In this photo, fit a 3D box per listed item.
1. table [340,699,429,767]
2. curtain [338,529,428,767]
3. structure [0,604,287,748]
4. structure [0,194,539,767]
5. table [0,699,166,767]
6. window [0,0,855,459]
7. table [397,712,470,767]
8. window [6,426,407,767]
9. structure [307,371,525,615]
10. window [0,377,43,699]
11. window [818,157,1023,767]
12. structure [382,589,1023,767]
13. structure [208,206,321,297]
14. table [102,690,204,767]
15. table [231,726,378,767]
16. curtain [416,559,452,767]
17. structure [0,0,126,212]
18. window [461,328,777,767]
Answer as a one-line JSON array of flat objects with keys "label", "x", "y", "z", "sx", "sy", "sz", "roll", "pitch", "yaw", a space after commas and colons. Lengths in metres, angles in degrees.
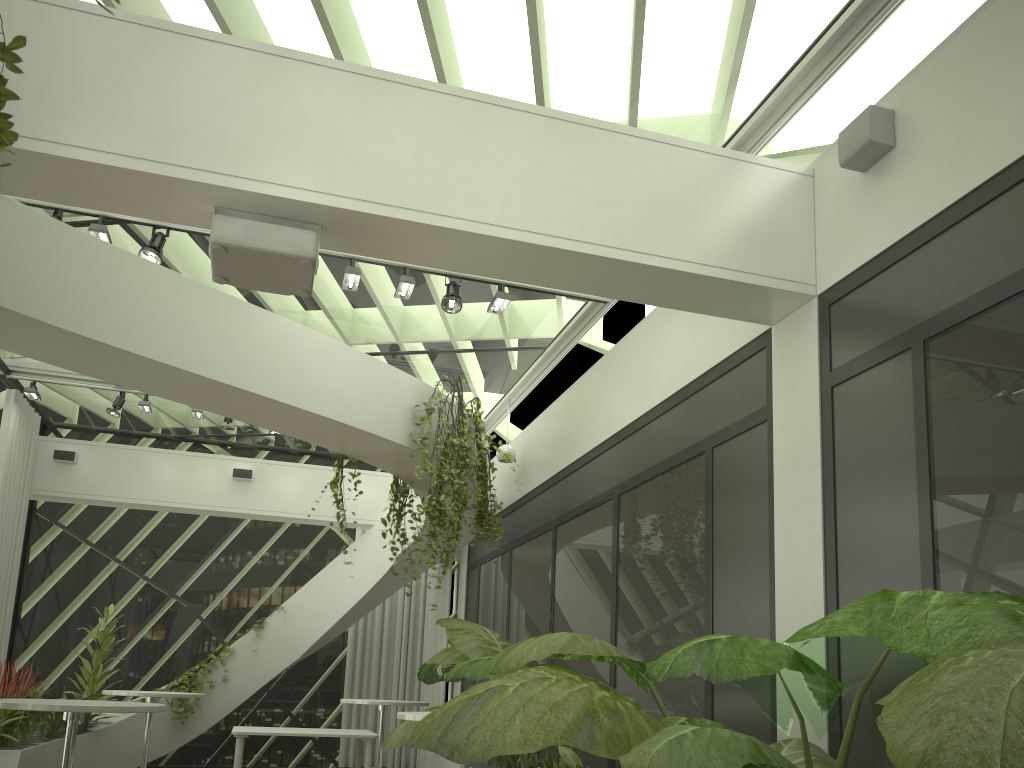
[{"label": "table", "x": -1.259, "y": 3.609, "z": 8.430, "sx": 0.857, "sy": 1.061, "sz": 0.886, "roll": -2, "pitch": -15, "yaw": 19}, {"label": "curtain", "x": -1.760, "y": 3.497, "z": 12.779, "sx": 1.236, "sy": 3.960, "sz": 0.164, "roll": 6, "pitch": -11, "yaw": -17}, {"label": "structure", "x": -4.420, "y": 2.894, "z": 9.092, "sx": 2.035, "sy": 1.614, "sz": 4.951, "roll": -2, "pitch": -19, "yaw": 15}, {"label": "structure", "x": -0.383, "y": -0.422, "z": 0.019, "sx": 5.930, "sy": 4.080, "sz": 25.263, "roll": 5, "pitch": -19, "yaw": -9}, {"label": "table", "x": -2.288, "y": 2.187, "z": 4.478, "sx": 0.857, "sy": 1.061, "sz": 0.886, "roll": -2, "pitch": -15, "yaw": 19}, {"label": "window", "x": -1.480, "y": -1.719, "z": 4.999, "sx": 5.713, "sy": 0.053, "sz": 17.300, "roll": 7, "pitch": -20, "yaw": -14}, {"label": "table", "x": -0.265, "y": 2.467, "z": 5.039, "sx": 0.857, "sy": 1.061, "sz": 0.886, "roll": -2, "pitch": -15, "yaw": 19}, {"label": "window", "x": -3.859, "y": 3.123, "z": 12.468, "sx": 5.764, "sy": 4.499, "sz": 0.039, "roll": 7, "pitch": -12, "yaw": -16}, {"label": "structure", "x": -0.835, "y": 0.935, "z": 7.549, "sx": 1.452, "sy": 2.007, "sz": 1.676, "roll": -8, "pitch": -18, "yaw": 38}, {"label": "window", "x": -4.291, "y": 0.085, "z": 3.823, "sx": 0.084, "sy": 4.481, "sz": 17.334, "roll": 5, "pitch": -19, "yaw": -15}, {"label": "window", "x": 2.468, "y": -0.015, "z": 0.732, "sx": 0.050, "sy": 3.131, "sz": 7.339, "roll": 5, "pitch": -18, "yaw": -15}, {"label": "structure", "x": 0.178, "y": 1.939, "z": 4.637, "sx": 1.790, "sy": 1.658, "sz": 9.208, "roll": 7, "pitch": -19, "yaw": -15}, {"label": "structure", "x": -1.085, "y": -0.590, "z": 3.849, "sx": 0.464, "sy": 0.267, "sz": 0.401, "roll": 7, "pitch": -17, "yaw": -15}, {"label": "table", "x": -3.282, "y": 3.328, "z": 7.870, "sx": 0.857, "sy": 1.061, "sz": 0.886, "roll": -2, "pitch": -15, "yaw": 19}, {"label": "table", "x": -2.271, "y": 4.116, "z": 9.460, "sx": 1.507, "sy": 0.695, "sz": 1.104, "roll": 7, "pitch": -17, "yaw": -15}, {"label": "curtain", "x": -1.035, "y": 3.311, "z": 12.159, "sx": 0.161, "sy": 3.960, "sz": 1.027, "roll": 6, "pitch": -12, "yaw": -16}, {"label": "structure", "x": -1.563, "y": -1.181, "z": 1.779, "sx": 4.680, "sy": 2.241, "sz": 1.482, "roll": -11, "pitch": -19, "yaw": 37}, {"label": "window", "x": 0.381, "y": 2.382, "z": 7.855, "sx": 0.050, "sy": 3.131, "sz": 7.431, "roll": 5, "pitch": -18, "yaw": -15}]
